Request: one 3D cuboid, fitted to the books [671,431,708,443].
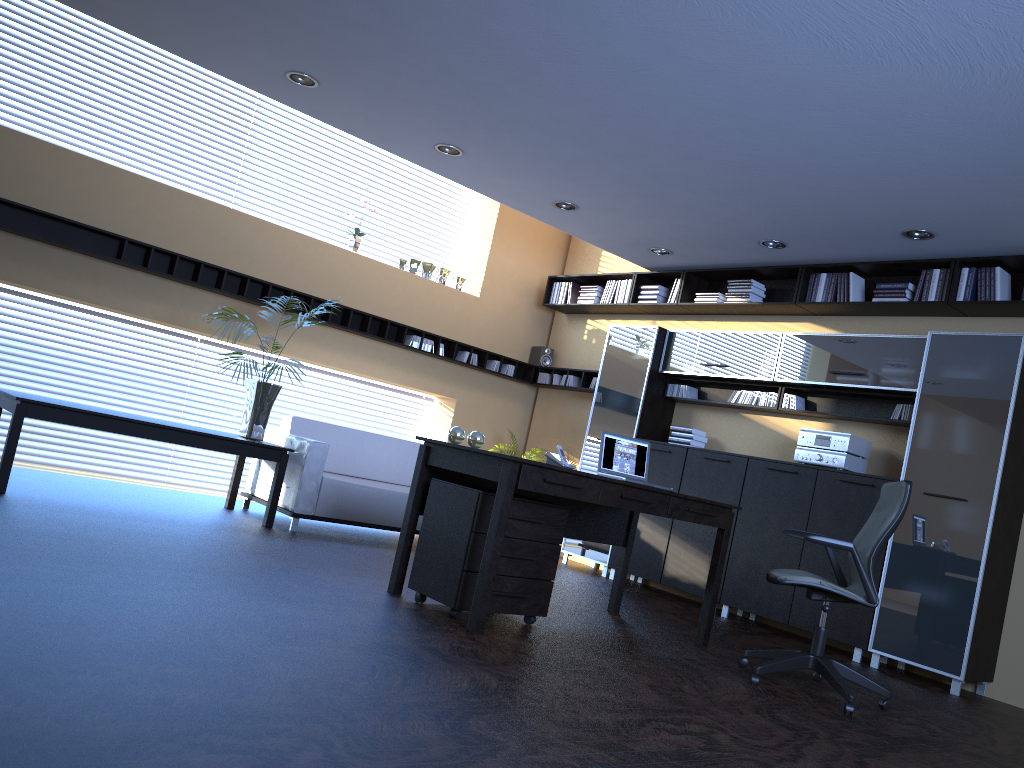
[{"bbox_3d":[1.626,0.486,8.126,0.208,0.050,0.258,16,-6,-38],"label":"books"}]

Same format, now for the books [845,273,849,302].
[{"bbox_3d":[2.742,-0.743,7.141,0.208,0.257,0.072,15,-5,-38],"label":"books"}]

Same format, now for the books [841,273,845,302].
[{"bbox_3d":[2.726,-0.746,7.169,0.208,0.259,0.074,16,-5,-38],"label":"books"}]

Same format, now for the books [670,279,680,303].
[{"bbox_3d":[1.635,-0.863,8.549,0.208,0.259,0.074,16,-5,-39],"label":"books"}]

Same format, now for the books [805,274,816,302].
[{"bbox_3d":[2.540,-0.766,7.408,0.208,0.258,0.050,15,-5,-38],"label":"books"}]

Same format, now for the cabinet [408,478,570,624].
[{"bbox_3d":[-0.123,0.938,4.905,0.636,0.679,0.499,16,-5,-38],"label":"cabinet"}]

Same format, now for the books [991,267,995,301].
[{"bbox_3d":[3.435,-0.672,6.261,0.208,0.259,0.074,16,-5,-39],"label":"books"}]

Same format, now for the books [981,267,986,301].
[{"bbox_3d":[3.395,-0.676,6.310,0.208,0.259,0.074,16,-5,-39],"label":"books"}]

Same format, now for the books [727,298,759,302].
[{"bbox_3d":[2.093,-0.729,7.942,0.208,0.028,0.258,16,-6,-38],"label":"books"}]

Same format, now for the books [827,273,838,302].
[{"bbox_3d":[2.668,-0.752,7.245,0.208,0.258,0.050,15,-5,-38],"label":"books"}]

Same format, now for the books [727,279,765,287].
[{"bbox_3d":[2.105,-0.899,7.972,0.208,0.028,0.258,16,-6,-38],"label":"books"}]

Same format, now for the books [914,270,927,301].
[{"bbox_3d":[3.115,-0.704,6.675,0.208,0.260,0.055,15,-5,-38],"label":"books"}]

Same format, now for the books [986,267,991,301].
[{"bbox_3d":[3.418,-0.673,6.288,0.208,0.259,0.074,15,-5,-38],"label":"books"}]

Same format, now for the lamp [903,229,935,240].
[{"bbox_3d":[2.859,-1.090,6.208,0.209,0.096,0.209,8,-7,45],"label":"lamp"}]

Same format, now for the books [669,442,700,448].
[{"bbox_3d":[1.593,0.583,8.113,0.208,0.050,0.258,16,-6,-38],"label":"books"}]

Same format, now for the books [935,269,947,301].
[{"bbox_3d":[3.209,-0.695,6.549,0.208,0.258,0.050,16,-5,-38],"label":"books"}]

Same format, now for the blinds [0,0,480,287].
[{"bbox_3d":[-2.494,-2.273,8.292,5.410,1.459,0.039,16,-5,-38],"label":"blinds"}]

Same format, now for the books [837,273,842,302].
[{"bbox_3d":[2.707,-0.748,7.194,0.208,0.259,0.074,15,-5,-38],"label":"books"}]

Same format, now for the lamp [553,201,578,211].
[{"bbox_3d":[0.453,-1.515,7.338,0.209,0.096,0.209,9,-6,33],"label":"lamp"}]

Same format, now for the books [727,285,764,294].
[{"bbox_3d":[2.098,-0.844,7.962,0.208,0.028,0.258,16,-6,-39],"label":"books"}]

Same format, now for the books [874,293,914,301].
[{"bbox_3d":[2.967,-0.658,6.844,0.208,0.031,0.258,16,-6,-38],"label":"books"}]

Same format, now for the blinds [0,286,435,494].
[{"bbox_3d":[-3.042,0.236,8.136,5.410,1.365,0.047,16,-5,-38],"label":"blinds"}]

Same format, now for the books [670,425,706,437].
[{"bbox_3d":[1.616,0.433,8.140,0.208,0.050,0.258,16,-6,-39],"label":"books"}]

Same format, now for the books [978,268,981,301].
[{"bbox_3d":[3.391,-0.673,6.348,0.208,0.259,0.074,15,-5,-38],"label":"books"}]

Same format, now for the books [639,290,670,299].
[{"bbox_3d":[1.429,-0.882,8.801,0.208,0.050,0.258,16,-6,-38],"label":"books"}]

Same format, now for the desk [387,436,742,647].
[{"bbox_3d":[0.356,0.967,5.270,1.901,0.889,0.912,16,-6,-38],"label":"desk"}]

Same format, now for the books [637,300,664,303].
[{"bbox_3d":[1.403,-0.784,8.793,0.208,0.050,0.258,16,-6,-39],"label":"books"}]

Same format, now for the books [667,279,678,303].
[{"bbox_3d":[1.612,-0.866,8.571,0.208,0.259,0.074,16,-5,-39],"label":"books"}]

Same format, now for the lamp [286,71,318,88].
[{"bbox_3d":[-1.370,-2.045,5.835,0.209,0.096,0.209,10,-5,21],"label":"lamp"}]

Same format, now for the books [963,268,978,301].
[{"bbox_3d":[3.335,-0.682,6.385,0.208,0.258,0.050,16,-5,-39],"label":"books"}]

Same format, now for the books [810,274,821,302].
[{"bbox_3d":[2.572,-0.762,7.368,0.208,0.258,0.050,16,-5,-38],"label":"books"}]

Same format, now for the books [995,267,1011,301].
[{"bbox_3d":[3.453,-0.670,6.235,0.208,0.259,0.074,16,-5,-39],"label":"books"}]

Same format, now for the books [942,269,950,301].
[{"bbox_3d":[3.240,-0.692,6.508,0.208,0.258,0.050,15,-5,-38],"label":"books"}]

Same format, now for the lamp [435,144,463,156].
[{"bbox_3d":[-0.459,-1.780,6.586,0.209,0.096,0.209,10,-5,21],"label":"lamp"}]

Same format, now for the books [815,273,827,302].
[{"bbox_3d":[2.600,-0.760,7.324,0.208,0.258,0.050,15,-5,-38],"label":"books"}]

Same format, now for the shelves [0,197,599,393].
[{"bbox_3d":[-1.842,-0.756,7.712,6.645,0.213,1.247,16,-6,-38],"label":"shelves"}]

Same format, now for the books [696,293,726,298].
[{"bbox_3d":[1.873,-0.809,8.234,0.208,0.028,0.258,16,-6,-39],"label":"books"}]

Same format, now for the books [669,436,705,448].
[{"bbox_3d":[1.601,0.533,8.127,0.208,0.050,0.258,16,-6,-38],"label":"books"}]

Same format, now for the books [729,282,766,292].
[{"bbox_3d":[2.109,-0.871,7.952,0.208,0.028,0.258,16,-6,-39],"label":"books"}]

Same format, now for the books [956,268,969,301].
[{"bbox_3d":[3.302,-0.686,6.425,0.208,0.258,0.050,16,-5,-39],"label":"books"}]

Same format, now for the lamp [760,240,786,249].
[{"bbox_3d":[2.112,-1.170,7.149,0.209,0.096,0.209,8,-7,45],"label":"lamp"}]

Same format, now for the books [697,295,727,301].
[{"bbox_3d":[1.876,-0.781,8.212,0.208,0.028,0.258,16,-6,-39],"label":"books"}]

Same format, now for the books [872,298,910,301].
[{"bbox_3d":[2.957,-0.616,6.854,0.208,0.050,0.258,16,-6,-39],"label":"books"}]

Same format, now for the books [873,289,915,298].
[{"bbox_3d":[2.966,-0.690,6.855,0.208,0.031,0.258,16,-6,-39],"label":"books"}]

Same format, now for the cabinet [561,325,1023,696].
[{"bbox_3d":[2.080,0.754,7.382,0.492,2.395,3.870,15,-5,-38],"label":"cabinet"}]

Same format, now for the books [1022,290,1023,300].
[{"bbox_3d":[3.584,-0.654,6.095,0.208,0.258,0.050,16,-5,-39],"label":"books"}]

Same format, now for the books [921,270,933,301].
[{"bbox_3d":[3.150,-0.701,6.635,0.208,0.258,0.050,15,-5,-38],"label":"books"}]

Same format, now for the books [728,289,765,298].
[{"bbox_3d":[2.107,-0.813,7.958,0.208,0.028,0.258,16,-6,-38],"label":"books"}]

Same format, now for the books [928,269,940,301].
[{"bbox_3d":[3.176,-0.699,6.589,0.208,0.258,0.050,16,-5,-39],"label":"books"}]

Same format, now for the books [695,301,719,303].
[{"bbox_3d":[1.856,-0.728,8.204,0.208,0.028,0.258,16,-6,-38],"label":"books"}]

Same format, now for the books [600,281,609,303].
[{"bbox_3d":[1.035,-0.928,9.293,0.208,0.259,0.074,16,-5,-39],"label":"books"}]

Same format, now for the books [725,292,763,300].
[{"bbox_3d":[2.088,-0.784,7.985,0.208,0.028,0.258,16,-6,-39],"label":"books"}]

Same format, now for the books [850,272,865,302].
[{"bbox_3d":[2.764,-0.744,7.100,0.208,0.257,0.072,16,-5,-39],"label":"books"}]

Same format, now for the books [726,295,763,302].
[{"bbox_3d":[2.085,-0.758,7.958,0.208,0.028,0.258,16,-6,-39],"label":"books"}]

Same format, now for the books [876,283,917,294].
[{"bbox_3d":[2.982,-0.730,6.836,0.208,0.050,0.258,16,-6,-38],"label":"books"}]

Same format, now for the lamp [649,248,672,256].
[{"bbox_3d":[1.364,-1.250,8.089,0.208,0.096,0.209,14,-5,-20],"label":"lamp"}]

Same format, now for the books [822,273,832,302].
[{"bbox_3d":[2.638,-0.755,7.288,0.208,0.258,0.050,16,-5,-38],"label":"books"}]

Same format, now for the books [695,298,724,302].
[{"bbox_3d":[1.857,-0.756,8.215,0.208,0.028,0.258,16,-6,-38],"label":"books"}]

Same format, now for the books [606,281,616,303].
[{"bbox_3d":[1.089,-0.923,9.214,0.208,0.259,0.074,16,-5,-39],"label":"books"}]

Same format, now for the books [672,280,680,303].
[{"bbox_3d":[1.644,-0.863,8.515,0.208,0.259,0.074,16,-5,-39],"label":"books"}]
